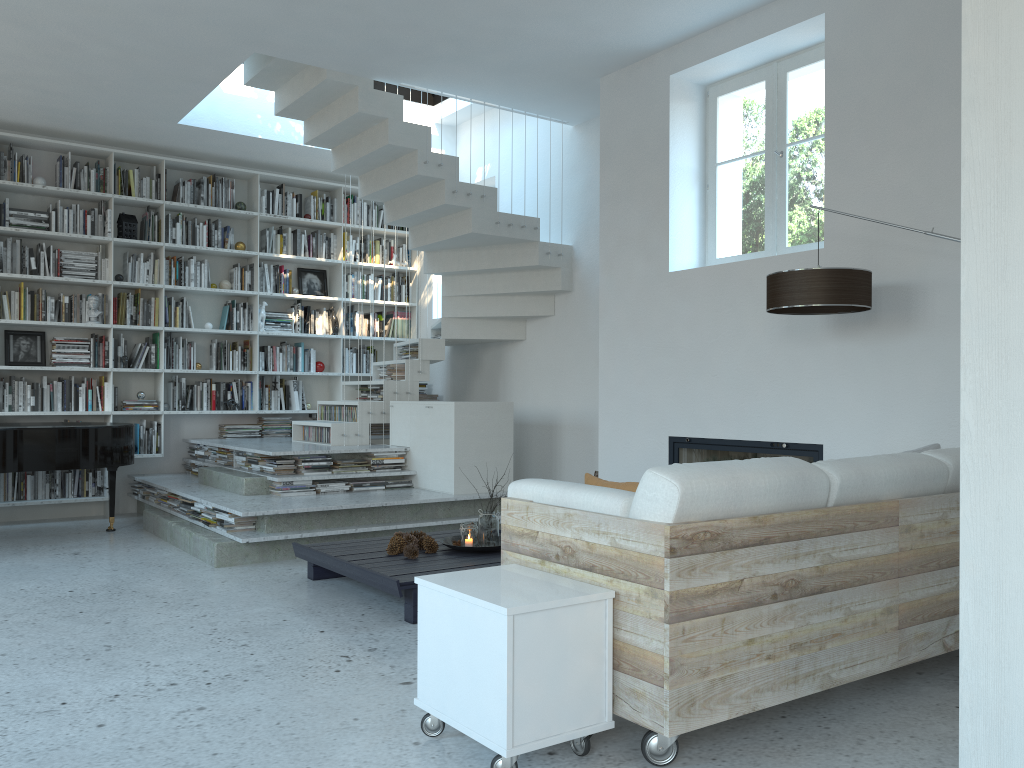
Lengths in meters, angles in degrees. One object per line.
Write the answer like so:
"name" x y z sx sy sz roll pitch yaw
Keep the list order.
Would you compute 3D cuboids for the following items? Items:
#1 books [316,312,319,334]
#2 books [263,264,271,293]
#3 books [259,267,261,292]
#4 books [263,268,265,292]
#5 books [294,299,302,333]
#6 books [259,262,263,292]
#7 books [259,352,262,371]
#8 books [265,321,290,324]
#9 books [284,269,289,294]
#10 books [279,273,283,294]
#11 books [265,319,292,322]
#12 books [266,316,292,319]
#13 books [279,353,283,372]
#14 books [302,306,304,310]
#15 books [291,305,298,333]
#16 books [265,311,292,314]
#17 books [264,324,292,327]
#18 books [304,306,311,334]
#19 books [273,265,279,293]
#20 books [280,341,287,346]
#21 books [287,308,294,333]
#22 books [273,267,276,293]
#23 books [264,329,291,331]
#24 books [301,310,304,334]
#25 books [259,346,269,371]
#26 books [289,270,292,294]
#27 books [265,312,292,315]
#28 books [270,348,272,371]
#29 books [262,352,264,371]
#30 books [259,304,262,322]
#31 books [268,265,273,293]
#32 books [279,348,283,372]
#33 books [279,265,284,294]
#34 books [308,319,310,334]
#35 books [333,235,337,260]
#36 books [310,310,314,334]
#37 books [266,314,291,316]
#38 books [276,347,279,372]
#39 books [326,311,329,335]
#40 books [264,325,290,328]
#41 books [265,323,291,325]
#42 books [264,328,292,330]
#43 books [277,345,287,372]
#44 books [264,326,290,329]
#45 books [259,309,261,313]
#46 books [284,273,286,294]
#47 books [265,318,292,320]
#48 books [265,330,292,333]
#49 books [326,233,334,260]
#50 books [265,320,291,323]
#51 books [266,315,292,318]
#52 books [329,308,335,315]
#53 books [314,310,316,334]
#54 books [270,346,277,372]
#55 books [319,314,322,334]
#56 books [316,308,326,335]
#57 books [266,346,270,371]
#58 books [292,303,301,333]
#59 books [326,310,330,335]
"books" -1.952 -0.594 8.779 0.028 0.235 0.129 0 0 -35
"books" -2.360 -0.996 8.472 0.065 0.289 0.146 0 0 -35
"books" -2.430 -0.979 8.443 0.030 0.253 0.128 0 0 -35
"books" -2.389 -0.976 8.445 0.011 0.248 0.155 0 0 -35
"books" -2.089 -0.649 8.638 0.010 0.339 0.180 0 0 -35
"books" -2.404 -1.002 8.445 0.015 0.301 0.140 0 0 -35
"books" -2.414 -0.210 8.428 0.023 0.186 0.159 0 0 -35
"books" -2.285 -0.585 8.533 0.254 0.012 0.161 1 -1 -35
"books" -2.199 -0.976 8.579 0.021 0.253 0.167 0 0 -35
"books" -2.243 -0.953 8.530 0.013 0.207 0.189 0 0 -35
"books" -2.279 -0.609 8.529 0.285 0.012 0.159 1 -1 -38
"books" -2.277 -0.633 8.525 0.285 0.012 0.159 1 -1 -40
"books" -2.254 -0.205 8.530 0.027 0.181 0.186 0 0 -35
"books" -2.070 -0.619 8.683 0.013 0.280 0.131 0 0 -35
"books" -2.124 -0.622 8.648 0.012 0.285 0.159 0 0 -35
"books" -2.280 -0.681 8.531 0.285 0.012 0.159 1 -1 -33
"books" -2.283 -0.560 8.529 0.285 0.012 0.159 1 -1 -37
"books" -2.033 -0.619 8.693 0.059 0.282 0.167 0 0 -35
"books" -2.277 -0.994 8.522 0.012 0.287 0.176 0 0 -35
"books" -2.209 -0.263 8.572 0.013 0.299 0.147 0 0 -35
"books" -2.153 -0.607 8.614 0.012 0.254 0.161 0 0 -35
"books" -2.313 -0.985 8.526 0.043 0.269 0.131 0 0 -35
"books" -2.282 -0.512 8.525 0.254 0.012 0.161 1 -1 -39
"books" -2.078 -0.597 8.656 0.030 0.236 0.179 0 0 -35
"books" -2.371 -0.238 8.452 0.047 0.244 0.177 0 0 -35
"books" -2.174 -0.971 8.585 0.026 0.244 0.178 0 0 -35
"books" -2.281 -0.669 8.531 0.285 0.012 0.159 1 -1 -37
"books" -2.327 -0.227 8.481 0.011 0.223 0.163 0 0 -35
"books" -2.395 -0.208 8.439 0.022 0.184 0.162 0 0 -35
"books" -2.421 -0.617 8.439 0.028 0.267 0.137 0 0 -35
"books" -2.330 -0.993 8.501 0.012 0.285 0.159 0 0 -35
"books" -2.243 -0.229 8.550 0.012 0.229 0.179 0 0 -35
"books" -2.238 -0.992 8.547 0.014 0.285 0.175 0 0 -35
"books" -2.021 -0.617 8.735 0.010 0.278 0.129 0 0 -35
"books" -1.798 -1.343 8.860 0.031 0.265 0.169 0 0 -35
"books" -1.992 -0.599 8.730 0.031 0.242 0.147 0 0 -35
"books" -2.281 -0.657 8.531 0.254 0.012 0.161 1 -1 -33
"books" -2.282 -0.234 8.525 0.026 0.239 0.177 0 0 -35
"books" -1.869 -0.596 8.803 0.041 0.239 0.176 0 0 -35
"books" -2.284 -0.549 8.528 0.254 0.012 0.161 1 -1 -33
"books" -2.279 -0.573 8.524 0.254 0.012 0.161 1 -1 -40
"books" -2.280 -0.524 8.523 0.285 0.012 0.159 1 -1 -30
"books" -2.214 -0.241 8.543 0.028 0.255 0.191 0 0 -35
"books" -2.281 -0.536 8.525 0.254 0.012 0.161 1 -1 -31
"books" -2.426 -0.595 8.398 0.027 0.221 0.184 0 0 -35
"books" -2.221 -0.956 8.564 0.033 0.213 0.152 0 0 -35
"books" -2.281 -0.621 8.531 0.285 0.012 0.159 1 -1 -33
"books" -2.281 -0.500 8.524 0.285 0.012 0.159 1 -1 -31
"books" -1.823 -1.352 8.845 0.026 0.284 0.147 0 0 -35
"books" -2.277 -0.597 8.525 0.254 0.012 0.161 1 -1 -30
"books" -2.281 -0.645 8.531 0.285 0.012 0.159 1 -1 -33
"books" -1.797 -0.616 8.890 0.029 0.283 0.138 0 0 -35
"books" -1.976 -0.602 8.763 0.031 0.250 0.133 0 0 -35
"books" -2.302 -0.238 8.492 0.045 0.246 0.185 0 0 -35
"books" -1.926 -0.583 8.789 0.025 0.213 0.155 0 0 -35
"books" -1.893 -0.612 8.783 0.021 0.271 0.191 0 0 -35
"books" -2.348 -0.239 8.481 0.024 0.247 0.143 0 0 -35
"books" -2.099 -0.630 8.633 0.011 0.300 0.184 0 0 -35
"books" -1.851 -0.603 8.833 0.024 0.255 0.145 0 0 -35
